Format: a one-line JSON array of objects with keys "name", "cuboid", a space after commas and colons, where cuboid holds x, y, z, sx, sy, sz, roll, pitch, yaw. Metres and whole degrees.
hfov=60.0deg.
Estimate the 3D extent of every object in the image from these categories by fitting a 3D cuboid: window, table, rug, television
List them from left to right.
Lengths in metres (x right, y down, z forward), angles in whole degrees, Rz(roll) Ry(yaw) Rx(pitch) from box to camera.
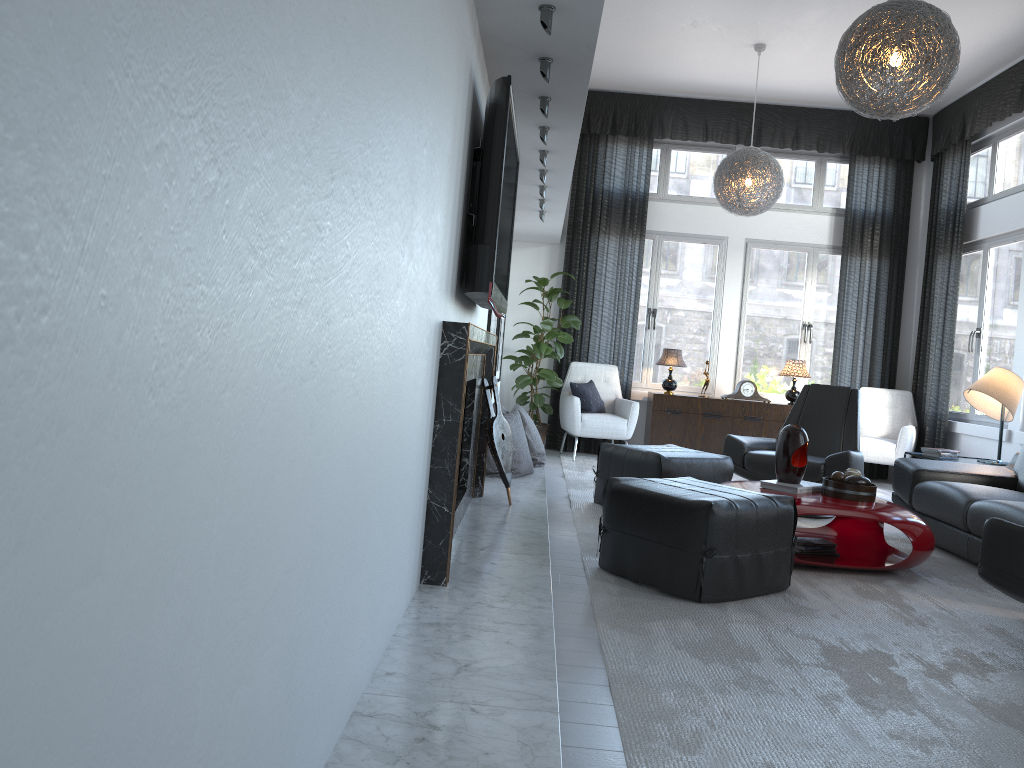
[{"name": "television", "cuboid": [-0.076, -0.637, 3.408, 0.129, 0.752, 1.159, 5, 1, 2]}, {"name": "window", "cuboid": [1.329, -1.089, 8.160, 1.268, 2.323, 0.133, 5, 0, 2]}, {"name": "table", "cuboid": [1.437, 0.666, 4.278, 0.942, 0.300, 0.939, 5, 2, 1]}, {"name": "window", "cuboid": [2.741, -0.964, 8.116, 1.268, 2.323, 0.133, 5, 0, 2]}, {"name": "rug", "cuboid": [1.774, 0.858, 3.850, 2.954, 0.032, 7.771, 5, 2, 2]}, {"name": "table", "cuboid": [2.932, 0.697, 5.723, 0.593, 0.410, 0.593, 5, 1, 2]}, {"name": "window", "cuboid": [3.757, -0.839, 7.048, 0.133, 2.323, 1.268, 5, 0, 2]}]

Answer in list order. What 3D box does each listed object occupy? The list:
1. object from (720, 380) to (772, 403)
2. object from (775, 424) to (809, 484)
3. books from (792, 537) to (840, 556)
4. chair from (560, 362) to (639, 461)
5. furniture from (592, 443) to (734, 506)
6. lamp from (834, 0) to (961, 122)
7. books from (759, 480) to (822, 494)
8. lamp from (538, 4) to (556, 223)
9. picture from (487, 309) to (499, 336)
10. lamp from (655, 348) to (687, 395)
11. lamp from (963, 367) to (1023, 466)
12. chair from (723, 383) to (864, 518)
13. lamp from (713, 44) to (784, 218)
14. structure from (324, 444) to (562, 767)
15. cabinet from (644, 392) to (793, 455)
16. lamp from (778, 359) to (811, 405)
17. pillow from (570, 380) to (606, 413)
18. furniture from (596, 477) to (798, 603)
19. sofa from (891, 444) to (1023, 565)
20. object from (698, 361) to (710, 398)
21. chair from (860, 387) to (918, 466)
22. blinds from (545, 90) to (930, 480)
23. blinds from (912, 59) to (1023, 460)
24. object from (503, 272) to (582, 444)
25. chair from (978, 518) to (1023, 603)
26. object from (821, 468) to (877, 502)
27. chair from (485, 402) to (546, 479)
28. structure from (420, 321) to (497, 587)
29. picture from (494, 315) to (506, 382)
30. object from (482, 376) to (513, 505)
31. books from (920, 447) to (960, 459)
[{"name": "object", "cuboid": [2.060, 0.058, 7.784, 0.406, 0.180, 0.180, 5, 1, 2]}, {"name": "object", "cuboid": [1.356, 0.338, 4.299, 0.151, 0.280, 0.153, 5, 0, 42]}, {"name": "books", "cuboid": [1.433, 0.783, 4.295, 0.272, 0.054, 0.204, 4, 2, -23]}, {"name": "chair", "cuboid": [0.735, 0.236, 7.652, 0.593, 0.823, 0.613, 5, 0, -8]}, {"name": "furniture", "cuboid": [0.861, 0.556, 5.106, 0.598, 0.378, 0.615, 4, 2, -35]}, {"name": "lamp", "cuboid": [1.727, -1.815, 3.905, 0.514, 1.307, 0.512, 5, 0, -4]}, {"name": "books", "cuboid": [1.371, 0.495, 4.296, 0.306, 0.030, 0.201, 3, 3, -43]}, {"name": "lamp", "cuboid": [0.151, -1.144, 4.302, 0.053, 0.081, 4.254, 5, 2, 2]}, {"name": "picture", "cuboid": [-0.118, -0.239, 5.084, 0.020, 0.523, 0.791, 5, 1, 2]}, {"name": "lamp", "cuboid": [1.395, -0.109, 7.793, 0.280, 0.397, 0.280, 5, 0, 28]}, {"name": "lamp", "cuboid": [3.210, 0.429, 5.199, 0.474, 1.015, 1.169, 5, 1, -24]}, {"name": "chair", "cuboid": [1.900, 0.401, 5.698, 0.842, 0.810, 0.803, 6, 1, 40]}, {"name": "lamp", "cuboid": [1.807, -1.900, 6.650, 0.512, 1.307, 0.515, 5, 0, -4]}, {"name": "structure", "cuboid": [-0.060, 0.638, 3.392, 0.393, 0.135, 7.210, 5, 2, 2]}, {"name": "cabinet", "cuboid": [1.898, 0.441, 7.819, 1.399, 0.613, 0.386, 5, 0, 2]}, {"name": "lamp", "cuboid": [2.472, -0.014, 7.760, 0.280, 0.397, 0.280, 5, 0, 28]}, {"name": "pillow", "cuboid": [0.659, 0.111, 7.651, 0.253, 0.296, 0.356, 5, 1, 28]}, {"name": "furniture", "cuboid": [0.733, 0.597, 3.554, 0.613, 0.378, 0.600, 4, 2, -40]}, {"name": "sofa", "cuboid": [2.663, 0.613, 4.266, 0.936, 0.617, 1.905, 5, 2, 2]}, {"name": "object", "cuboid": [1.704, -0.046, 7.811, 0.096, 0.325, 0.096, 5, 0, 1]}, {"name": "chair", "cuboid": [3.117, 0.447, 7.564, 0.595, 0.823, 0.612, 5, 1, 32]}, {"name": "blinds", "cuboid": [2.019, -0.901, 8.006, 3.212, 3.278, 0.189, 5, 0, 2]}, {"name": "blinds", "cuboid": [3.583, -0.709, 6.352, 0.189, 3.278, 3.213, 5, 1, 1]}, {"name": "object", "cuboid": [0.248, -0.187, 7.585, 0.638, 1.590, 0.938, 5, 0, -43]}, {"name": "chair", "cuboid": [2.050, 0.514, 2.706, 0.839, 0.810, 0.806, 5, 1, -25]}, {"name": "object", "cuboid": [1.595, 0.471, 4.188, 0.243, 0.133, 0.242, 6, 2, 39]}, {"name": "chair", "cuboid": [0.029, 0.323, 5.507, 0.391, 0.431, 1.336, 5, 2, 2]}, {"name": "structure", "cuboid": [-0.395, 0.233, 3.415, 0.521, 0.924, 1.687, 5, 1, 2]}, {"name": "picture", "cuboid": [-0.084, -0.271, 6.125, 0.020, 0.523, 0.791, 5, 1, 2]}, {"name": "object", "cuboid": [-0.059, 0.256, 4.091, 0.175, 0.580, 0.196, 5, 0, -18]}, {"name": "books", "cuboid": [2.835, 0.458, 5.872, 0.215, 0.050, 0.161, 4, 2, -26]}]
